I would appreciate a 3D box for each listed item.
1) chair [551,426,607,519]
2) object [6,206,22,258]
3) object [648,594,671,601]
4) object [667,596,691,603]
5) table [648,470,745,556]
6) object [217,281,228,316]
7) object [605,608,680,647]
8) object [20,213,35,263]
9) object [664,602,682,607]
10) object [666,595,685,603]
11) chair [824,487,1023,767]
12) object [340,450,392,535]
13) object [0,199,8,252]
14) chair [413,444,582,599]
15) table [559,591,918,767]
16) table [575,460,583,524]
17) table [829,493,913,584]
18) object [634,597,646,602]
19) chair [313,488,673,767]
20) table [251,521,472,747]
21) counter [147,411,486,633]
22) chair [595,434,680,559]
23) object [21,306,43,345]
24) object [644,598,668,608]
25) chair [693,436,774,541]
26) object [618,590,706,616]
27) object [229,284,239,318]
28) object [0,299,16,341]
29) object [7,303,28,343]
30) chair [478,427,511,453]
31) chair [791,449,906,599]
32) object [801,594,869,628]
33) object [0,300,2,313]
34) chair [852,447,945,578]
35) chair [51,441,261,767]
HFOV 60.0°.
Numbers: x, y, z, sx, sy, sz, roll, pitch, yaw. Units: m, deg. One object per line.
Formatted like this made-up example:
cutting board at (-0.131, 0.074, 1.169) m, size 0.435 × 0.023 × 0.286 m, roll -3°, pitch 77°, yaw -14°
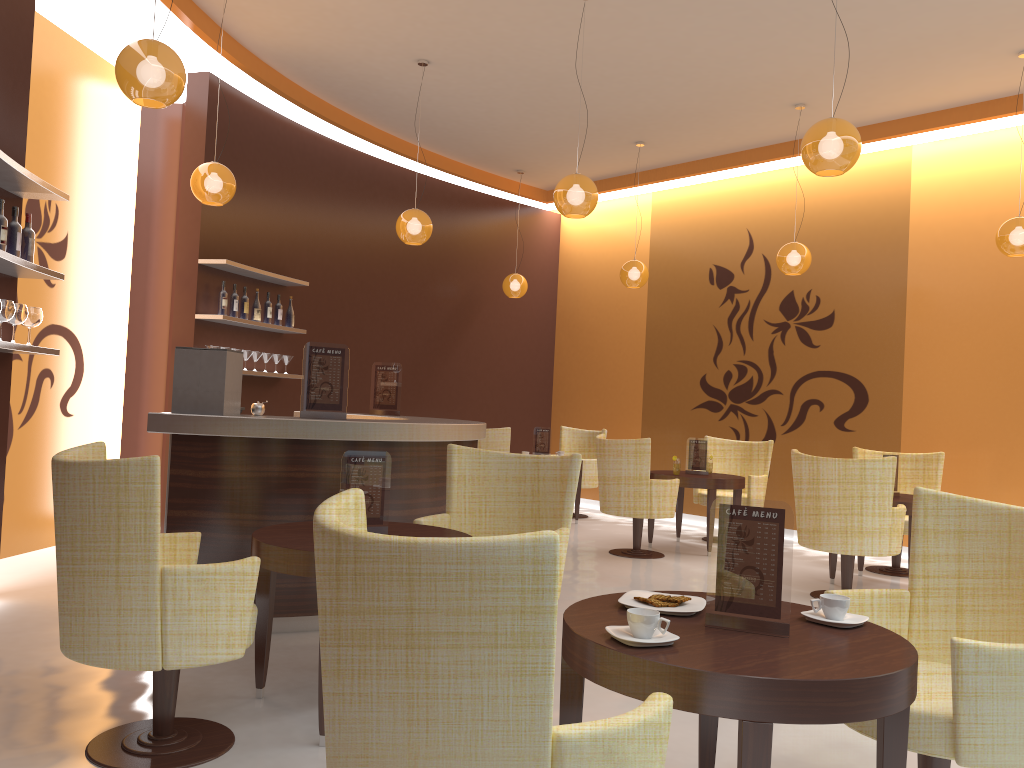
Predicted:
chair at (0.702, 1.004, 10.198) m, size 0.685 × 1.017 × 0.729 m, roll 4°, pitch -2°, yaw -43°
object at (-2.589, -0.772, 4.606) m, size 0.073 × 0.297 × 0.073 m, roll 1°, pitch -2°, yaw 44°
object at (0.420, 0.609, 2.529) m, size 0.055 × 0.014 × 0.053 m, roll 2°, pitch -2°, yaw 30°
object at (0.468, 0.603, 2.480) m, size 0.052 × 0.016 × 0.055 m, roll 4°, pitch -2°, yaw -44°
table at (1.677, 1.170, 8.149) m, size 0.872 × 0.679 × 0.874 m, roll 3°, pitch -1°, yaw -11°
object at (-2.365, -0.695, 7.253) m, size 0.073 × 0.297 × 0.073 m, roll 3°, pitch -1°, yaw -5°
object at (0.310, 0.576, 2.111) m, size 0.153 × 0.069 × 0.153 m, roll 3°, pitch -2°, yaw -21°
object at (-2.608, -0.769, 4.770) m, size 0.073 × 0.297 × 0.073 m, roll 4°, pitch -2°, yaw -33°
object at (0.438, 0.613, 2.466) m, size 0.054 × 0.018 × 0.051 m, roll 2°, pitch -2°, yaw 35°
object at (0.464, 0.612, 2.515) m, size 0.054 × 0.018 × 0.051 m, roll 3°, pitch -1°, yaw 5°
chair at (1.299, 0.843, 2.624) m, size 0.685 × 1.017 × 0.729 m, roll 3°, pitch -1°, yaw -11°
object at (-0.586, 0.434, 3.539) m, size 0.209 × 0.335 × 0.042 m, roll 4°, pitch -2°, yaw -29°
object at (-2.564, -0.776, 4.433) m, size 0.073 × 0.297 × 0.073 m, roll 4°, pitch -2°, yaw -33°
chair at (-0.080, 0.813, 4.152) m, size 0.729 × 1.017 × 0.685 m, roll 2°, pitch -2°, yaw 25°
table at (0.552, 0.967, 2.284) m, size 0.872 × 0.679 × 0.874 m, roll 3°, pitch -1°, yaw 4°
table at (0.304, 1.136, 9.483) m, size 0.872 × 0.679 × 0.874 m, roll 3°, pitch -1°, yaw -6°
table at (2.842, 1.193, 6.734) m, size 0.872 × 0.679 × 0.874 m, roll 3°, pitch -1°, yaw -6°
object at (0.373, 0.605, 2.483) m, size 0.052 × 0.018 × 0.055 m, roll 3°, pitch -2°, yaw -19°
chair at (-0.073, 0.754, 1.807) m, size 0.685 × 1.017 × 0.729 m, roll 4°, pitch -2°, yaw -40°
table at (-0.598, 0.940, 3.516) m, size 0.872 × 0.679 × 0.874 m, roll 3°, pitch -1°, yaw 4°
counter at (-0.988, 0.768, 5.811) m, size 1.586 × 1.100 × 2.917 m, roll 3°, pitch -1°, yaw 2°
chair at (1.058, 0.957, 7.638) m, size 0.685 × 1.017 × 0.729 m, roll 4°, pitch -2°, yaw -26°
object at (-2.635, -0.309, 4.844) m, size 0.125 × 0.221 × 0.125 m, roll 3°, pitch -2°, yaw -18°
object at (0.396, 0.603, 2.443) m, size 0.051 × 0.018 × 0.054 m, roll 4°, pitch -2°, yaw -44°
chair at (2.172, 1.042, 8.783) m, size 0.729 × 1.017 × 0.685 m, roll 2°, pitch -2°, yaw 35°
object at (0.422, 0.616, 2.489) m, size 0.234 × 0.020 × 0.234 m, roll 2°, pitch -2°, yaw 19°
object at (-2.324, -0.688, 7.418) m, size 0.073 × 0.297 × 0.073 m, roll 3°, pitch -1°, yaw -5°
object at (-2.598, -0.315, 4.506) m, size 0.125 × 0.221 × 0.125 m, roll 3°, pitch -2°, yaw -18°
object at (-2.625, -0.312, 4.675) m, size 0.125 × 0.221 × 0.125 m, roll 3°, pitch -2°, yaw -18°
chair at (-0.217, 0.925, 8.894) m, size 0.729 × 1.017 × 0.685 m, roll 1°, pitch -2°, yaw 44°
chair at (2.321, 0.983, 6.144) m, size 0.729 × 1.017 × 0.685 m, roll 1°, pitch -2°, yaw 44°
object at (0.875, 0.611, 2.404) m, size 0.153 × 0.069 × 0.153 m, roll 4°, pitch -2°, yaw -42°
object at (-2.572, -0.318, 4.340) m, size 0.125 × 0.221 × 0.125 m, roll 3°, pitch -2°, yaw -18°
chair at (3.243, 1.061, 7.449) m, size 0.729 × 1.017 × 0.685 m, roll 2°, pitch -1°, yaw 15°
chair at (-1.214, 0.728, 3.028) m, size 0.685 × 1.017 × 0.729 m, roll 4°, pitch -2°, yaw -36°
